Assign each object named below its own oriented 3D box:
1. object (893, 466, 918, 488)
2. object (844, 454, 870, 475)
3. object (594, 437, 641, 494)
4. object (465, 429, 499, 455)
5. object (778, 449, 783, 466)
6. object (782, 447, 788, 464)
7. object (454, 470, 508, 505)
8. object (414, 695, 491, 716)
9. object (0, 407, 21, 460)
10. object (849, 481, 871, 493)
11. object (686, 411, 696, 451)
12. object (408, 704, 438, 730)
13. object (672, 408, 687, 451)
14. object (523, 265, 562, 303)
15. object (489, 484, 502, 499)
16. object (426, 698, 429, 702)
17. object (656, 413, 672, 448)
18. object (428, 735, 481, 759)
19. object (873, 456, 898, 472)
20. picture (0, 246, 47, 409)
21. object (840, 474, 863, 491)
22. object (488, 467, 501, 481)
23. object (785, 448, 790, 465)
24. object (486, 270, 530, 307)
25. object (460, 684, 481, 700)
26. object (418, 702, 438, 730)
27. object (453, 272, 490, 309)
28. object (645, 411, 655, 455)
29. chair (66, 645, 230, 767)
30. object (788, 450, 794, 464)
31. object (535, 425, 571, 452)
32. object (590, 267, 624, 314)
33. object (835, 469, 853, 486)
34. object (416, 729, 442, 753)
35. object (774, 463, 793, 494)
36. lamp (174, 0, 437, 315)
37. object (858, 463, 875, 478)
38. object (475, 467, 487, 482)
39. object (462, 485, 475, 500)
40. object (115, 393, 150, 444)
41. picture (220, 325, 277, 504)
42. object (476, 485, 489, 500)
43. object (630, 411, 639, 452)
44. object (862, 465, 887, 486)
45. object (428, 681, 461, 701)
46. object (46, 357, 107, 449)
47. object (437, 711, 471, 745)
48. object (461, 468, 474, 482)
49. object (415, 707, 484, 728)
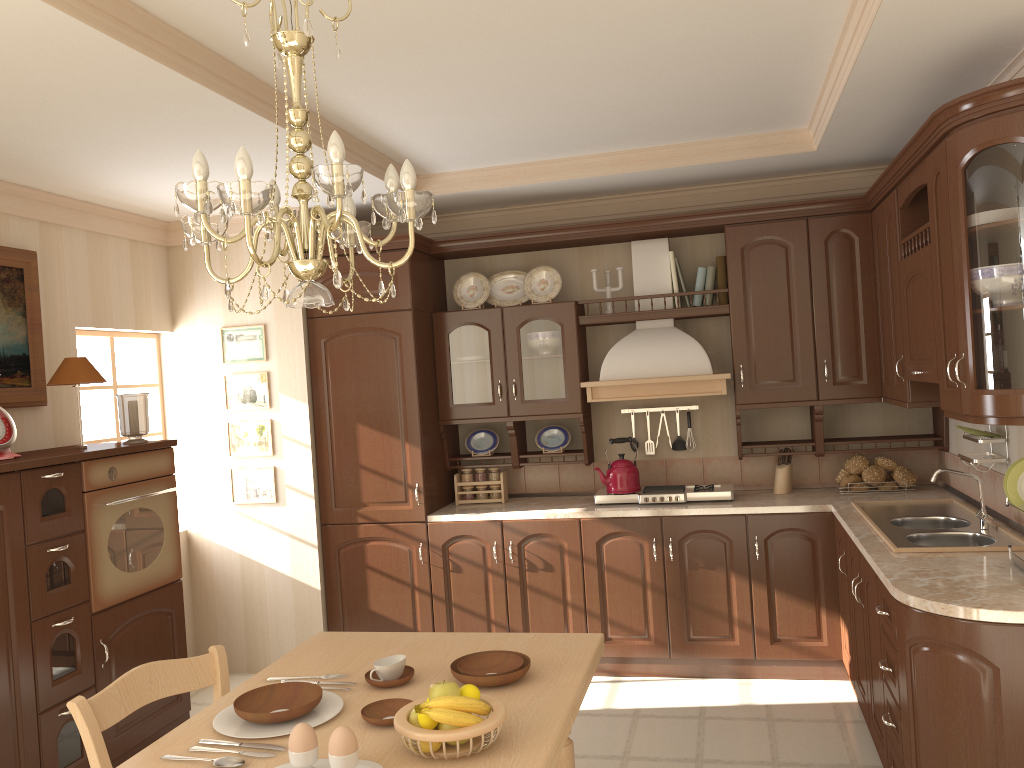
[{"bbox_3d":[1.958,0.462,4.422,0.117,0.106,0.097,-4,1,-31],"label":"object"},{"bbox_3d":[1.757,0.410,4.518,0.118,0.105,0.100,-4,1,8],"label":"object"},{"bbox_3d":[0.563,0.422,4.629,0.181,0.282,0.227,-3,1,37],"label":"object"},{"bbox_3d":[-0.170,0.328,5.040,0.202,0.143,0.071,-4,1,12],"label":"object"},{"bbox_3d":[1.408,0.444,4.668,0.053,0.198,0.027,-4,1,-3],"label":"object"},{"bbox_3d":[1.434,0.431,4.681,0.052,0.191,0.027,-4,1,-31],"label":"object"},{"bbox_3d":[-0.173,0.584,5.005,0.276,0.170,0.140,-4,1,9],"label":"object"},{"bbox_3d":[-0.105,0.666,1.812,0.184,0.085,0.066,-4,1,-39],"label":"object"},{"bbox_3d":[-2.008,0.129,3.317,0.263,0.317,0.218,-4,1,17],"label":"object"},{"bbox_3d":[1.768,0.519,4.514,0.114,0.058,0.119,-4,1,-21],"label":"object"},{"bbox_3d":[0.976,0.260,4.866,0.049,0.219,0.049,-4,1,-9],"label":"object"},{"bbox_3d":[-0.182,0.711,1.861,0.074,0.076,0.072,-4,1,-11],"label":"object"},{"bbox_3d":[0.919,0.252,4.893,0.088,0.236,0.028,-4,1,14],"label":"object"},{"bbox_3d":[0.167,-0.550,4.875,0.220,0.210,0.068,-4,1,12],"label":"object"},{"bbox_3d":[-0.092,0.607,4.992,0.068,0.088,0.068,-3,1,30],"label":"object"},{"bbox_3d":[-0.159,0.685,1.913,0.055,0.047,0.045,-4,1,-44],"label":"object"},{"bbox_3d":[0.833,0.259,4.901,0.089,0.195,0.005,-4,1,14],"label":"object"},{"bbox_3d":[-0.125,0.750,1.853,0.128,0.011,0.128,-4,1,-35],"label":"object"},{"bbox_3d":[1.897,0.404,4.502,0.112,0.078,0.125,-4,1,8],"label":"object"},{"bbox_3d":[-2.202,-0.233,3.456,0.036,0.687,0.990,-4,1,14],"label":"picture"},{"bbox_3d":[1.722,0.503,4.503,0.114,0.092,0.104,-4,1,-30],"label":"object"},{"bbox_3d":[-0.099,0.507,4.991,0.068,0.088,0.068,-3,1,30],"label":"object"},{"bbox_3d":[1.439,0.437,4.648,0.053,0.198,0.027,-4,1,-3],"label":"object"},{"bbox_3d":[-0.016,-0.537,4.977,0.342,0.209,0.073,-4,1,15],"label":"object"},{"bbox_3d":[-0.090,0.662,1.886,0.047,0.046,0.054,-4,1,-35],"label":"object"},{"bbox_3d":[-0.171,0.679,1.815,0.045,0.053,0.051,-4,1,2],"label":"object"},{"bbox_3d":[-0.227,-0.526,4.970,0.220,0.210,0.068,-4,1,12],"label":"object"},{"bbox_3d":[0.759,0.271,4.920,0.051,0.245,0.003,-4,1,14],"label":"object"},{"bbox_3d":[-0.723,1.146,2.208,0.517,0.846,0.462,-3,1,30],"label":"chair"},{"bbox_3d":[1.465,0.425,4.674,0.050,0.159,0.022,-4,1,-17],"label":"object"},{"bbox_3d":[0.228,0.303,4.941,0.202,0.143,0.071,-4,1,12],"label":"object"},{"bbox_3d":[0.510,-0.500,4.824,0.163,0.248,0.174,-4,1,-24],"label":"object"},{"bbox_3d":[1.725,0.484,4.574,0.123,0.109,0.092,-4,1,-19],"label":"object"},{"bbox_3d":[-0.169,0.726,1.804,0.046,0.046,0.055,-4,1,-43],"label":"object"},{"bbox_3d":[1.430,0.494,4.659,0.151,0.148,0.078,-4,1,-39],"label":"object"},{"bbox_3d":[-0.452,-0.645,1.845,0.501,0.982,0.502,-4,1,-17],"label":"lamp"},{"bbox_3d":[1.828,0.448,4.557,0.113,0.092,0.110,-4,1,-24],"label":"object"},{"bbox_3d":[-0.176,0.511,5.003,0.068,0.088,0.068,-3,1,30],"label":"object"},{"bbox_3d":[-0.246,0.617,5.016,0.068,0.088,0.068,-3,1,30],"label":"object"},{"bbox_3d":[-1.690,0.153,3.963,0.144,0.220,0.144,-4,1,-3],"label":"object"},{"bbox_3d":[-1.434,0.168,4.819,0.268,0.964,0.010,-4,1,14],"label":"picture"},{"bbox_3d":[-0.169,0.612,5.004,0.068,0.088,0.068,-3,1,30],"label":"object"},{"bbox_3d":[0.677,0.263,4.937,0.048,0.231,0.015,-4,1,15],"label":"object"},{"bbox_3d":[1.818,0.458,4.456,0.110,0.102,0.115,-3,1,42],"label":"object"},{"bbox_3d":[-0.142,0.658,1.869,0.068,0.061,0.069,-3,1,30],"label":"object"},{"bbox_3d":[-1.848,0.081,3.781,0.237,0.388,0.235,-3,1,26],"label":"object"},{"bbox_3d":[-0.115,0.707,1.829,0.077,0.065,0.076,-4,1,-10],"label":"object"},{"bbox_3d":[-0.253,0.516,5.015,0.068,0.088,0.068,-3,1,30],"label":"object"},{"bbox_3d":[-0.104,0.684,1.792,0.176,0.094,0.064,-4,1,-40],"label":"object"}]
